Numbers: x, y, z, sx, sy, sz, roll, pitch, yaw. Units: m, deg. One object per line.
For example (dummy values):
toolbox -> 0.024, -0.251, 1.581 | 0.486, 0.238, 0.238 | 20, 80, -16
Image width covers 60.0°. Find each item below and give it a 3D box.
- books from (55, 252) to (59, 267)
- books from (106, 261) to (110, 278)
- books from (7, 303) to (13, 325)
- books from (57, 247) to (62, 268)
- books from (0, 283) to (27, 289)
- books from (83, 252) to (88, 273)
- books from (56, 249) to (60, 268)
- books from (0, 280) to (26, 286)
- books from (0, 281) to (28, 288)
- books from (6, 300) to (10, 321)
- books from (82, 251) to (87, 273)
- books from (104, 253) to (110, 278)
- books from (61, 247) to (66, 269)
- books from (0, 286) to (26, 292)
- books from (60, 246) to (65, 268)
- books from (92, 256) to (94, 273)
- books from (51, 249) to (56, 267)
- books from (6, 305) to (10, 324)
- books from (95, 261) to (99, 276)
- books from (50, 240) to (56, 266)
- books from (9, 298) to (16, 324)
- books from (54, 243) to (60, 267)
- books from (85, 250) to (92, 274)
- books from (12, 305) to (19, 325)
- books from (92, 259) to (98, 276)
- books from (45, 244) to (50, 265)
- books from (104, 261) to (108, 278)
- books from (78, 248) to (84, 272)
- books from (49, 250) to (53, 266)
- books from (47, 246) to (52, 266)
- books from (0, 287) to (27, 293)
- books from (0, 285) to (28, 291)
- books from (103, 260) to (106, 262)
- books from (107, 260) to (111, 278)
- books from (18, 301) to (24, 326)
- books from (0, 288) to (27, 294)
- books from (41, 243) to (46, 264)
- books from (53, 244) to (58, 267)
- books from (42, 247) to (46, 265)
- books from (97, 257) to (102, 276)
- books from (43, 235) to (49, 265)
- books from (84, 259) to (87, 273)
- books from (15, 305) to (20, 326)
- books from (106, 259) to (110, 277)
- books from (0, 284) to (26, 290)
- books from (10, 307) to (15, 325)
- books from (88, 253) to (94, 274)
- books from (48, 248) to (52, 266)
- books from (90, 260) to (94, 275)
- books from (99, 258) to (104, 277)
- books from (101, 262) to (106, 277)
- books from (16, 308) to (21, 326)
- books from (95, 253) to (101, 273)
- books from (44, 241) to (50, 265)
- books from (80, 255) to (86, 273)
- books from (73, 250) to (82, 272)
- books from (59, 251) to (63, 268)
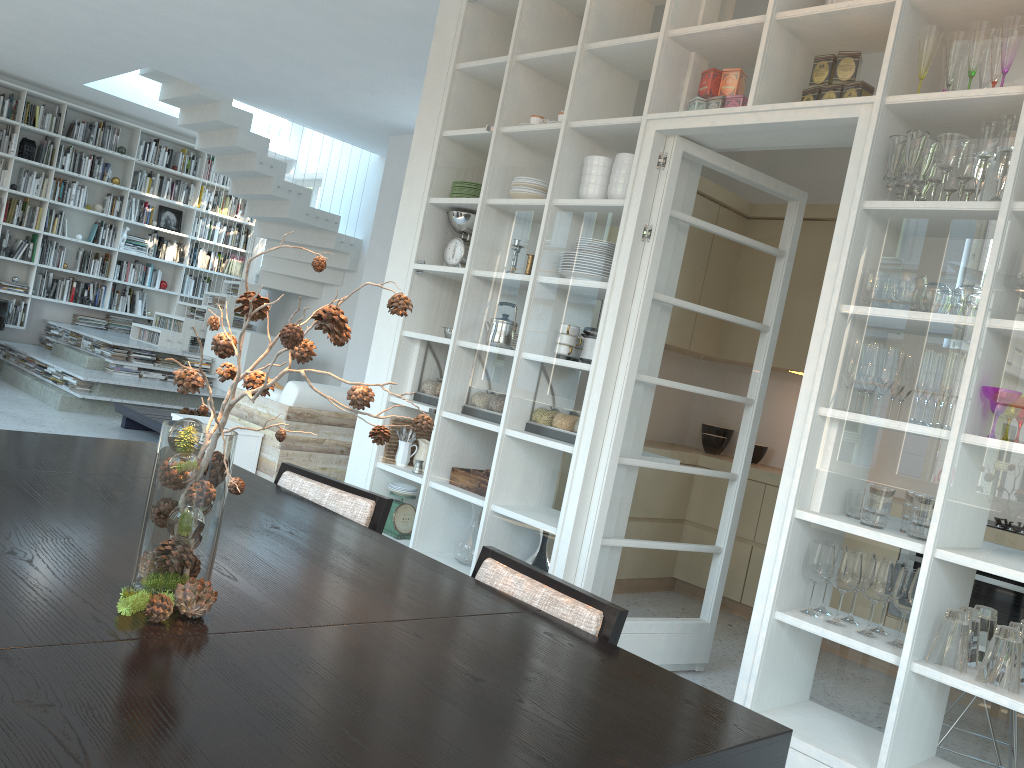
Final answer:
books -> -5.342, -1.455, 10.366 | 0.013, 0.179, 0.140 | 10, 2, -44
books -> -4.932, -1.409, 10.782 | 0.007, 0.235, 0.131 | 10, 2, -44
books -> -5.698, -0.801, 10.025 | 0.014, 0.246, 0.176 | 10, 2, -44
books -> -5.315, -1.480, 10.374 | 0.015, 0.238, 0.176 | 10, 2, -44
books -> -5.656, -1.116, 10.047 | 0.254, 0.012, 0.160 | 11, 2, -44
books -> -5.114, -1.454, 10.576 | 0.008, 0.259, 0.158 | 10, 2, -44
books -> -5.331, -1.475, 10.373 | 0.008, 0.223, 0.133 | 10, 2, -44
books -> -5.652, -1.140, 10.048 | 0.254, 0.012, 0.160 | 11, 1, -35
books -> -5.659, -1.129, 10.054 | 0.285, 0.012, 0.159 | 11, 1, -40
books -> -5.718, -0.814, 10.015 | 0.005, 0.264, 0.162 | 10, 2, -44
books -> -5.122, -1.457, 10.568 | 0.015, 0.262, 0.149 | 10, 2, -44
books -> -4.923, -1.437, 10.741 | 0.007, 0.295, 0.162 | 10, 2, -44
books -> -5.286, -1.481, 10.405 | 0.013, 0.251, 0.172 | 10, 2, -44
books -> -5.668, -1.081, 10.055 | 0.254, 0.012, 0.160 | 11, 1, -38
books -> -5.293, -1.487, 10.395 | 0.014, 0.261, 0.141 | 10, 2, -44
books -> -5.056, -1.436, 10.649 | 0.030, 0.244, 0.135 | 10, 2, -44
books -> -5.367, -1.472, 10.334 | 0.013, 0.203, 0.166 | 10, 2, -44
books -> -5.721, -0.797, 10.028 | 0.012, 0.229, 0.129 | 10, 2, -44
books -> -5.018, -1.397, 10.660 | 0.019, 0.183, 0.190 | 10, 2, -44
books -> -5.360, -1.518, 10.307 | 0.014, 0.297, 0.175 | 10, 2, -44
books -> -5.689, -0.827, 10.054 | 0.032, 0.300, 0.148 | 10, 2, -44
books -> -5.339, -1.508, 10.358 | 0.006, 0.285, 0.159 | 10, 2, -44
books -> -5.084, -1.462, 10.611 | 0.007, 0.285, 0.159 | 10, 2, -44
books -> -5.649, -0.781, 10.066 | 0.026, 0.225, 0.175 | 10, 2, -44
books -> -5.031, -1.406, 10.651 | 0.015, 0.195, 0.175 | 10, 2, -44
books -> -5.403, -1.501, 10.275 | 0.013, 0.249, 0.165 | 10, 2, -44
books -> -4.944, -1.394, 10.741 | 0.013, 0.204, 0.158 | 10, 2, -44
books -> -5.151, -1.477, 10.556 | 0.016, 0.290, 0.131 | 10, 2, -44
books -> -5.381, -1.466, 10.300 | 0.013, 0.186, 0.183 | 10, 2, -44
books -> -5.390, -1.487, 10.277 | 0.011, 0.226, 0.187 | 10, 2, -44
books -> -5.672, -1.070, 10.058 | 0.285, 0.012, 0.159 | 11, 1, -39
books -> -5.664, -1.093, 10.053 | 0.285, 0.012, 0.159 | 11, 1, -41
books -> -4.961, -1.398, 10.737 | 0.016, 0.205, 0.141 | 10, 2, -44
books -> -4.922, -1.400, 10.781 | 0.009, 0.224, 0.145 | 10, 2, -44
books -> -5.615, -0.805, 10.102 | 0.021, 0.285, 0.172 | 10, 2, -44
books -> -5.672, -1.057, 10.054 | 0.285, 0.012, 0.159 | 11, 1, -41
books -> -5.432, -1.523, 10.250 | 0.006, 0.281, 0.155 | 10, 2, -44
books -> -5.344, -1.500, 10.333 | 0.012, 0.267, 0.182 | 10, 2, -44
books -> -5.438, -1.486, 10.263 | 0.013, 0.204, 0.153 | 10, 2, -44
books -> -4.998, -1.417, 10.678 | 0.018, 0.229, 0.181 | 10, 2, -44
books -> -5.424, -1.553, 10.274 | 0.007, 0.342, 0.149 | 10, 2, -44
books -> -5.118, -1.429, 10.604 | 0.031, 0.208, 0.122 | 10, 2, -44
books -> -5.647, -0.781, 10.091 | 0.012, 0.226, 0.149 | 10, 2, -44
books -> -4.938, -1.412, 10.770 | 0.019, 0.241, 0.134 | 10, 2, -44
books -> -5.665, -1.105, 10.056 | 0.254, 0.012, 0.160 | 11, 1, -39
books -> -5.682, -0.776, 10.070 | 0.013, 0.202, 0.139 | 10, 2, -44
books -> -5.061, -1.439, 10.602 | 0.018, 0.251, 0.183 | 10, 2, -44
books -> -5.391, -1.484, 10.294 | 0.013, 0.218, 0.160 | 10, 2, -44
books -> -5.055, -1.403, 10.615 | 0.018, 0.182, 0.181 | 10, 2, -44
books -> -4.982, -1.415, 10.712 | 0.021, 0.232, 0.155 | 10, 2, -44
books -> -4.956, -1.384, 10.707 | 0.016, 0.180, 0.189 | 10, 2, -44
books -> -5.629, -0.770, 10.087 | 0.011, 0.212, 0.178 | 10, 2, -44
books -> -5.002, -1.441, 10.669 | 0.006, 0.274, 0.172 | 10, 2, -44
books -> -5.404, -1.519, 10.267 | 0.005, 0.284, 0.159 | 10, 2, -44
books -> -5.128, -1.434, 10.548 | 0.016, 0.216, 0.177 | 10, 2, -44
books -> -5.158, -1.458, 10.535 | 0.019, 0.252, 0.130 | 10, 2, -44
books -> -5.306, -1.462, 10.382 | 0.014, 0.207, 0.180 | 10, 2, -44
